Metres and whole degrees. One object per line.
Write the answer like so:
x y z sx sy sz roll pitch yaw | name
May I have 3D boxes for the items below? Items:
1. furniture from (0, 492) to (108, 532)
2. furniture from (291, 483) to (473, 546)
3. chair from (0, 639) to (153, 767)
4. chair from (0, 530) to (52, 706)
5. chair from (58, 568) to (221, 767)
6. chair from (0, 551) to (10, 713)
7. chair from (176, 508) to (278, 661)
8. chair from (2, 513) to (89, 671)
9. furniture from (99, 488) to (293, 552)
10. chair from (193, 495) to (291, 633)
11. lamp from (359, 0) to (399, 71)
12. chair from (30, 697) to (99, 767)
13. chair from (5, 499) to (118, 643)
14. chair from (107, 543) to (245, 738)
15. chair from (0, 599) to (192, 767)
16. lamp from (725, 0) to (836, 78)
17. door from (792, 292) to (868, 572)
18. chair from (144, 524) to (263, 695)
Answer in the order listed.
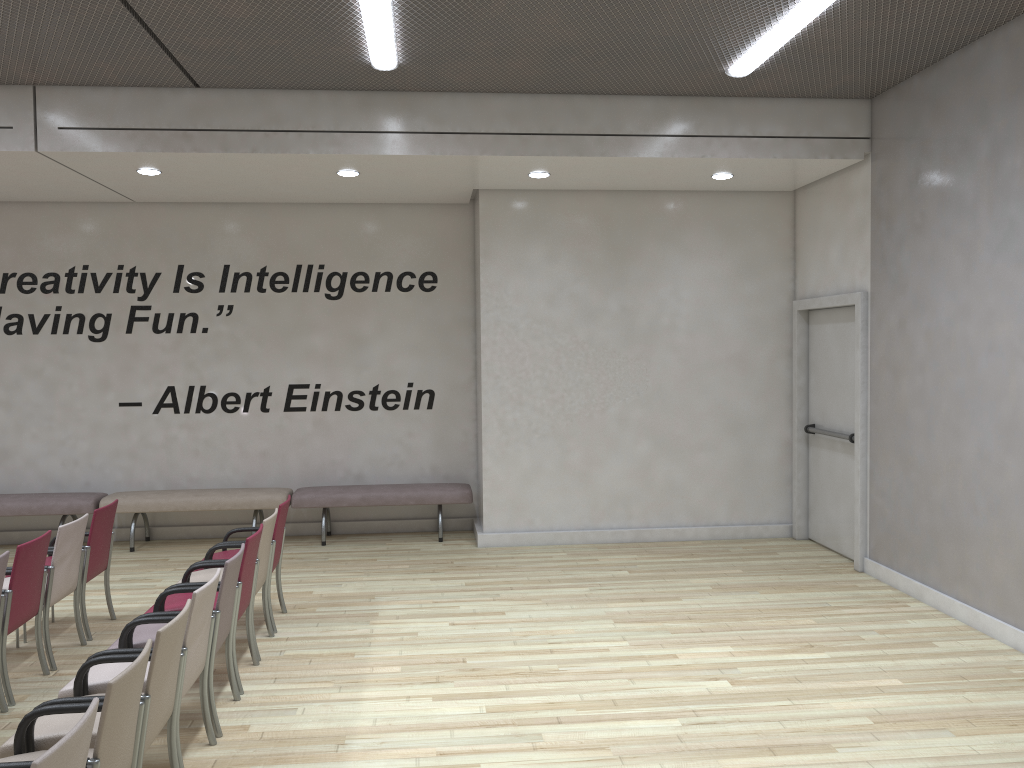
-5.022 1.381 8.832 1.833 0.550 0.530 -1 2 -6 | furniture
-1.327 1.326 9.188 1.833 0.550 0.530 -1 2 -6 | furniture
-1.600 1.400 3.059 0.640 0.890 0.513 -1 2 -6 | chair
-3.040 1.336 5.116 0.640 0.890 0.513 -1 2 -6 | chair
-1.704 1.359 4.137 0.640 0.890 0.513 -1 2 -5 | chair
-2.984 1.357 4.567 0.640 0.890 0.513 -1 2 -5 | chair
-1.860 1.296 5.794 0.640 0.890 0.513 -1 2 -5 | chair
-3.082 1.315 5.664 0.640 0.890 0.513 -1 2 -5 | chair
-3.173 1.354 9.011 1.833 0.550 0.530 -1 2 -6 | furniture
-1.908 1.275 6.340 0.640 0.890 0.513 -1 2 -6 | chair
-0.755 -2.211 4.734 0.198 0.045 3.303 -1 2 -6 | lamp
-1.542 1.421 2.507 0.640 0.890 0.513 -1 2 -6 | chair
-3.131 1.294 6.223 0.640 0.890 0.513 -1 2 -6 | chair
-1.748 1.338 4.689 0.640 0.890 0.513 -1 2 -6 | chair
-1.649 1.380 3.592 0.640 0.890 0.513 -1 2 -5 | chair
1.845 -2.249 4.984 0.198 0.045 3.303 -1 2 -6 | lamp
2.998 0.390 8.264 0.200 2.400 1.400 -1 2 -6 | door
-1.805 1.317 5.248 0.640 0.890 0.513 -1 2 -5 | chair
